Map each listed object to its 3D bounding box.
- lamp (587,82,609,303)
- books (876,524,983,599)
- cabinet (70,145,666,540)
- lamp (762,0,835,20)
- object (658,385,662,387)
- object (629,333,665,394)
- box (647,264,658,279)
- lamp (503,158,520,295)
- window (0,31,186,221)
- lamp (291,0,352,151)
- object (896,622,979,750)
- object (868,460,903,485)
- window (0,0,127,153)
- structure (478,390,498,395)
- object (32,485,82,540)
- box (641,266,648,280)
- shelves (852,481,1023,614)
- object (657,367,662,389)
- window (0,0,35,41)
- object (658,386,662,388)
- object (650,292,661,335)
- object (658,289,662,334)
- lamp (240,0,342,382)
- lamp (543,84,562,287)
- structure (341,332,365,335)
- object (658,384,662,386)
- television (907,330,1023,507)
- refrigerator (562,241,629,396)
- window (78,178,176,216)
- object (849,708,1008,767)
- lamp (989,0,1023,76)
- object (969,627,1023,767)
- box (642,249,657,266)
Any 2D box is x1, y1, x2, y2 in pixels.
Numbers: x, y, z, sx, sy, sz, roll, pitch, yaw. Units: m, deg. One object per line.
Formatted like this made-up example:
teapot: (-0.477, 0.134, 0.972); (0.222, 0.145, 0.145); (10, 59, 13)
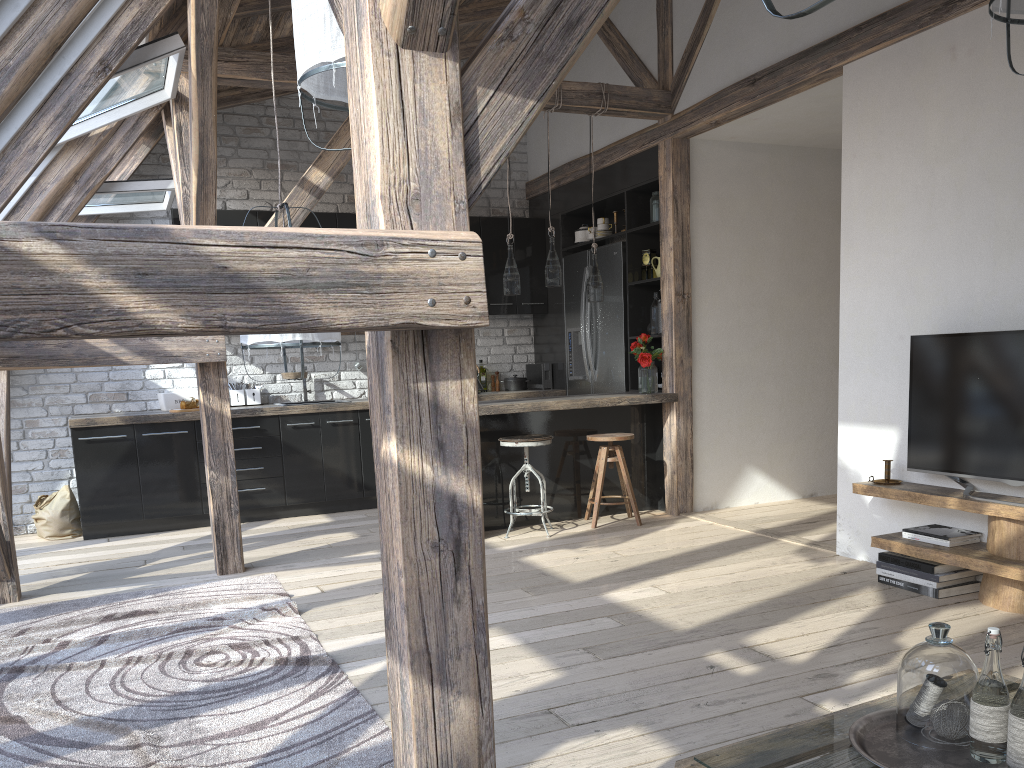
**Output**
lamp: (0.547, -1.216, 5.673); (0.109, 1.363, 0.223); (-6, 9, -22)
books: (1.921, 0.805, 4.053); (0.289, 0.268, 0.357); (-5, 5, -24)
cabinet: (-0.919, -0.266, 6.334); (4.198, 2.547, 2.072); (-4, 6, -23)
lamp: (0.318, -1.131, 0.663); (0.400, 1.541, 0.400); (0, 9, 17)
object: (1.155, 0.017, 6.306); (0.214, 0.025, 0.212); (-1, 2, 34)
object: (0.931, -0.143, 6.087); (0.251, 0.421, 0.307); (-1, 6, 9)
box: (1.026, -0.799, 6.330); (0.082, 0.115, 0.082); (-4, 6, -14)
lamp: (-0.004, -1.212, 5.430); (0.108, 1.309, 0.222); (-6, 9, -22)
window: (-2.203, -1.151, 3.945); (1.400, 1.296, 0.846); (-5, 7, -23)
lamp: (-0.349, -1.248, 2.124); (0.398, 1.325, 0.402); (5, 11, 42)
object: (0.897, 0.622, 1.853); (0.155, 0.251, 0.154); (2, 8, 34)
object: (1.827, 0.427, 4.280); (0.138, 0.114, 0.139); (-6, 6, -41)
window: (-1.785, -1.146, 3.131); (1.091, 1.297, 0.846); (-5, 7, -24)
structure: (-0.487, 0.077, 7.384); (0.603, 0.032, 0.492); (-3, 2, -24)
object: (-3.289, 0.907, 6.313); (0.393, 0.396, 0.333); (-2, 6, 2)
box: (0.994, -0.800, 6.411); (0.082, 0.115, 0.082); (-5, 7, -24)
shelves: (2.079, 0.718, 3.677); (0.329, 0.456, 1.590); (-5, 3, -24)
object: (1.030, -0.046, 6.470); (0.133, 0.167, 0.133); (-6, 7, -34)
window: (-1.411, -1.138, 2.298); (1.091, 1.297, 0.846); (-5, 7, -24)
object: (1.155, 0.026, 6.308); (0.214, 0.025, 0.212); (-2, 2, 24)
object: (1.033, -0.502, 6.301); (0.085, 0.307, 0.085); (-7, 10, -32)
object: (1.075, -0.524, 6.160); (0.109, 0.356, 0.107); (-2, 8, 6)
lamp: (-0.943, -0.965, 3.523); (0.400, 1.925, 0.400); (0, 9, 17)
lamp: (0.257, -1.252, 5.547); (0.108, 1.257, 0.236); (-4, 9, -12)
structure: (-1.402, -0.423, 7.187); (0.928, 0.046, 0.080); (-3, 3, -23)
object: (1.154, 0.010, 6.305); (0.214, 0.025, 0.212); (-2, 2, 29)
television: (2.091, 0.134, 3.617); (0.206, 0.715, 1.094); (-6, 5, -24)
refrigerator: (0.968, -0.096, 7.115); (0.848, 1.952, 0.932); (-6, 8, -24)
window: (-2.962, -1.165, 5.607); (1.514, 1.296, 0.846); (-4, 7, -23)
object: (0.894, 0.741, 1.785); (0.394, 0.022, 0.390); (-3, 2, -4)
lamp: (1.264, -1.272, 1.877); (0.407, 1.101, 0.393); (0, 8, 17)
object: (0.963, 0.612, 1.702); (0.071, 0.272, 0.152); (-6, 8, -24)
box: (0.992, -0.912, 6.358); (0.082, 0.115, 0.082); (-8, 9, -43)
